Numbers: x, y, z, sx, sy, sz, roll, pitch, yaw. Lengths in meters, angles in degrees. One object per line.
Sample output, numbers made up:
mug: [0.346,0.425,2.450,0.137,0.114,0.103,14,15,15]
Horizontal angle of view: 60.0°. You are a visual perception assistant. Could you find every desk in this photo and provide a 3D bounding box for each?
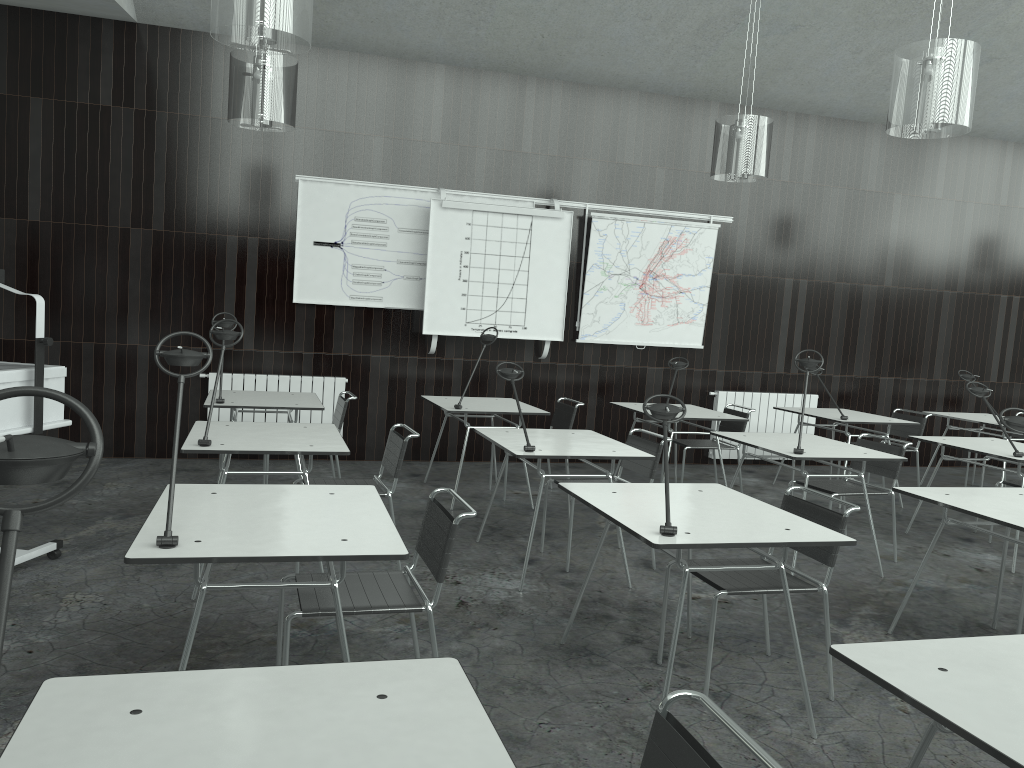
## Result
desk: [-1.164,0.328,4.206,0.700,1.321,0.900,2,5,-16]
desk: [-0.722,0.496,2.674,0.700,1.321,0.900,2,5,-15]
desk: [2.063,0.692,3.469,0.700,1.153,0.900,2,5,-15]
desk: [3.991,0.467,7.359,0.700,1.153,0.900,2,5,-16]
desk: [1.644,0.438,5.033,0.700,1.321,0.900,2,5,-16]
desk: [0.227,0.469,4.588,0.700,1.153,0.900,2,5,-16]
desk: [2.591,0.409,6.971,0.700,1.153,0.900,2,5,-17]
desk: [1.195,0.357,6.534,0.700,1.153,0.900,2,5,-16]
desk: [-1.601,0.162,5.725,0.700,1.321,0.900,2,5,-16]
desk: [-0.210,0.213,6.174,0.700,1.321,0.900,2,5,-17]
desk: [0.621,0.628,3.122,0.700,1.153,0.900,2,5,-16]
desk: [1.100,0.804,1.522,0.700,1.153,0.900,2,5,-16]
desk: [3.013,0.576,5.440,0.700,1.153,0.900,2,5,-16]
desk: [-0.322,0.660,1.142,0.700,1.321,0.900,2,5,-16]

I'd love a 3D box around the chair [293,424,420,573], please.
chair: [-0.778,0.618,4.346,0.555,0.765,0.428,2,5,-18]

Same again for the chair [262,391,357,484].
chair: [-1.338,0.445,5.847,0.555,0.765,0.428,2,5,-18]

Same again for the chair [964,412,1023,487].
chair: [4.220,0.663,7.490,0.555,0.765,0.428,2,5,-19]

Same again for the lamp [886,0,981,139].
lamp: [1.988,-2.439,3.976,0.359,2.307,0.350,2,5,-16]

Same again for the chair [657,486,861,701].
chair: [0.891,0.829,3.234,0.555,0.765,0.428,2,5,-16]

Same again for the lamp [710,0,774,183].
lamp: [1.514,-2.343,5.617,0.359,1.761,0.350,2,5,-16]

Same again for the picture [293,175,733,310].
picture: [0.117,-1.188,7.467,3.818,1.102,0.050,2,5,-16]

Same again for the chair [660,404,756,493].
chair: [1.465,0.558,6.645,0.555,0.765,0.428,3,5,-13]

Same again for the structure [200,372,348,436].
structure: [-1.891,0.263,7.041,1.129,0.688,0.079,2,5,-16]

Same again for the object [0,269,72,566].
object: [-2.380,0.110,3.955,0.680,1.639,0.559,4,5,8]

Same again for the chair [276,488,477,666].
chair: [-0.441,0.781,2.794,0.555,0.765,0.428,2,5,-17]

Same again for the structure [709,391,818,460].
structure: [2.320,0.432,8.246,1.129,0.688,0.079,2,5,-16]

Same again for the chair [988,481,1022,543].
chair: [3.404,0.782,5.573,0.555,0.765,0.428,2,5,-16]

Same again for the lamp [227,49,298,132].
lamp: [-1.322,-2.457,4.805,0.359,1.761,0.350,2,5,-16]

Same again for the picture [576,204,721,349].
picture: [1.184,-1.004,7.717,1.211,1.342,0.163,2,5,-16]

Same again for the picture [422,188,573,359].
picture: [-0.134,-0.994,7.306,1.191,1.508,0.254,2,5,-16]

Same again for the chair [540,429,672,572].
chair: [0.499,0.667,4.730,0.555,0.765,0.428,2,5,-19]

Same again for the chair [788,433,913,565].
chair: [1.950,0.724,5.164,0.555,0.765,0.428,2,6,-20]

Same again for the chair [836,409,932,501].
chair: [2.981,0.615,7.111,0.555,0.765,0.428,2,5,-17]

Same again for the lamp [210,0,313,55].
lamp: [-0.849,-2.552,3.164,0.359,2.307,0.350,2,5,-16]

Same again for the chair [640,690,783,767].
chair: [0.069,0.952,1.270,0.555,0.765,0.428,2,5,-14]

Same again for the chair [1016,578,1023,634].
chair: [2.456,0.899,3.598,0.555,0.765,0.428,2,5,-14]

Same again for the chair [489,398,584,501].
chair: [0.173,0.501,6.325,0.555,0.765,0.428,2,5,-17]
